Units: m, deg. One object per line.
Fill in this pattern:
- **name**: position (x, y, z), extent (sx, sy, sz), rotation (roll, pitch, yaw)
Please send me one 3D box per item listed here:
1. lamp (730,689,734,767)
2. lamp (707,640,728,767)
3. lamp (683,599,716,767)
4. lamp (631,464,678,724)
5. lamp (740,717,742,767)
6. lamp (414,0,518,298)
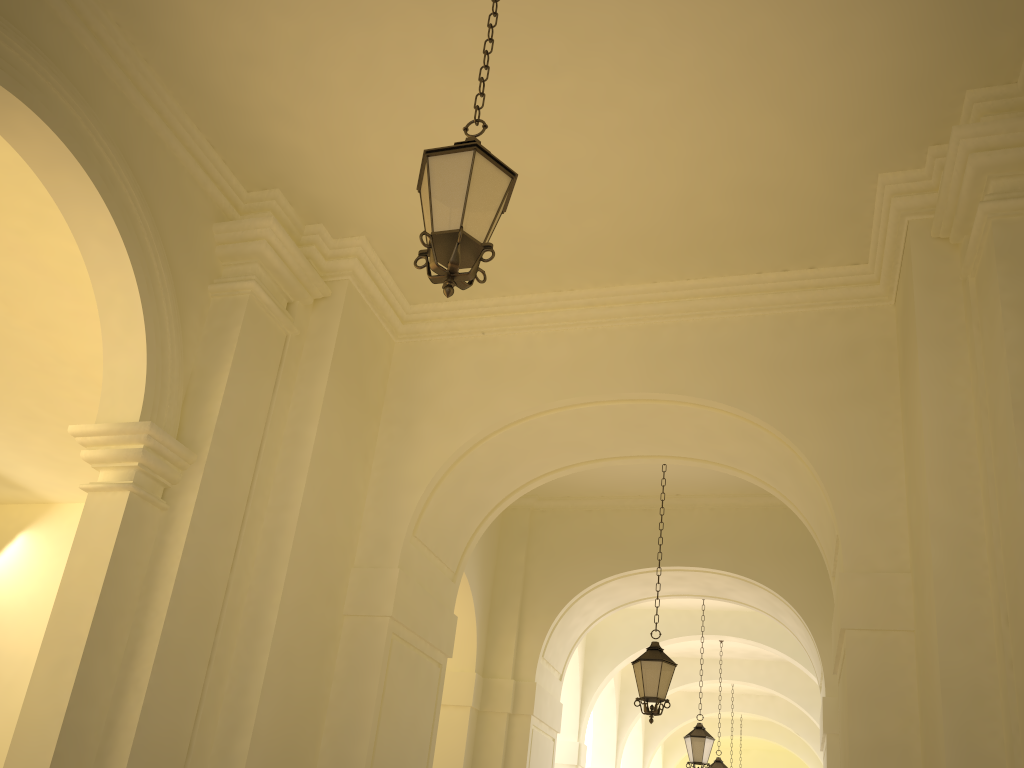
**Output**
- **lamp**: position (5.305, 8.780, 21.147), extent (0.510, 3.131, 0.467), rotation (-1, -24, 18)
- **lamp**: position (4.212, 6.802, 17.775), extent (0.510, 3.131, 0.467), rotation (-1, -24, 18)
- **lamp**: position (3.099, 4.787, 14.340), extent (0.510, 3.131, 0.467), rotation (-1, -24, 18)
- **lamp**: position (1.656, 2.175, 9.889), extent (0.444, 3.131, 0.536), rotation (11, -23, -9)
- **lamp**: position (6.392, 10.747, 24.499), extent (0.510, 3.131, 0.467), rotation (-1, -24, 18)
- **lamp**: position (-0.146, -1.493, 4.339), extent (0.527, 2.427, 0.453), rotation (25, -29, -37)
